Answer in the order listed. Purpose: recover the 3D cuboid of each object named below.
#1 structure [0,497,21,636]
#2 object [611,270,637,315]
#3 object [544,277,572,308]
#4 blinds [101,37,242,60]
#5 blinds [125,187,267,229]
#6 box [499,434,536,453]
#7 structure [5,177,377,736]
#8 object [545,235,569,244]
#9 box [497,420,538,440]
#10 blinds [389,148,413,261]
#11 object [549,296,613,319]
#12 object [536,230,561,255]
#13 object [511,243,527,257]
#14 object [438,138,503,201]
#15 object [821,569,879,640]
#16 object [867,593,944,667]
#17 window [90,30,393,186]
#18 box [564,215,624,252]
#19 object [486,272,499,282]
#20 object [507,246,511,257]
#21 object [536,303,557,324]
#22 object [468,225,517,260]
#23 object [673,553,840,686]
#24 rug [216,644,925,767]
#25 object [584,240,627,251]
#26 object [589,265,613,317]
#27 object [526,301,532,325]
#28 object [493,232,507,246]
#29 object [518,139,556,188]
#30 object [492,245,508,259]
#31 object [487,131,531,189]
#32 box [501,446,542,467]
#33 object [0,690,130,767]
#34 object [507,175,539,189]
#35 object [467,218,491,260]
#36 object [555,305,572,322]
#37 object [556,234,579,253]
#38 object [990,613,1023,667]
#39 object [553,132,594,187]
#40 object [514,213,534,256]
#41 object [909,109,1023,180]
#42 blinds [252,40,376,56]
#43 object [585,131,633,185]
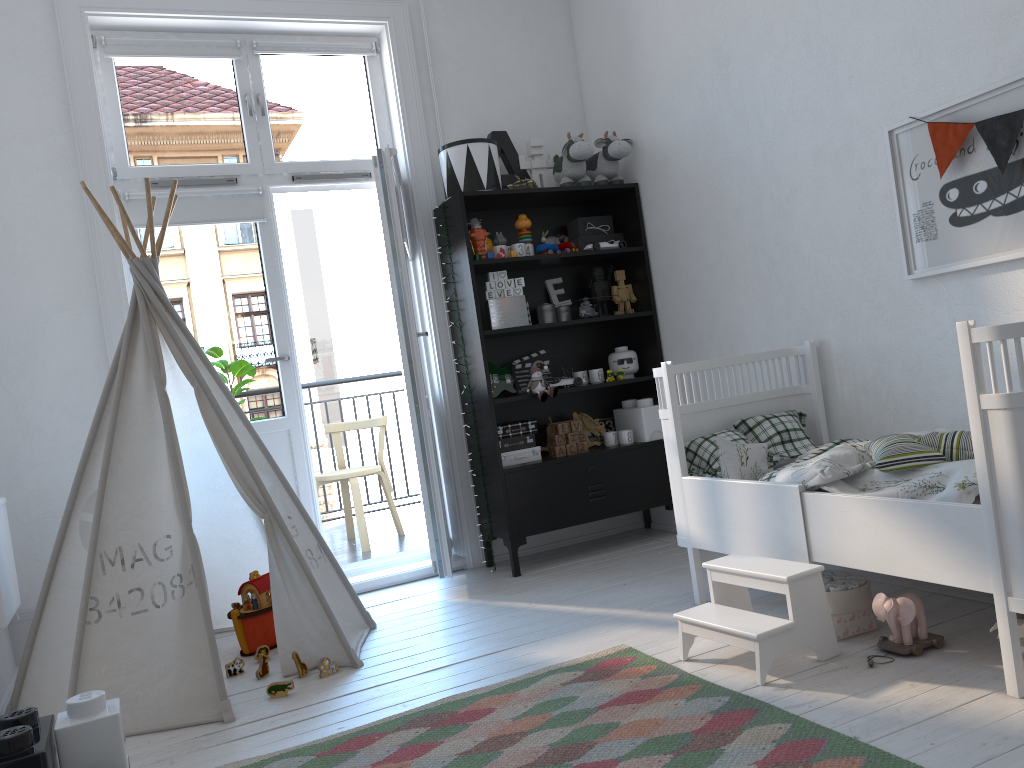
[{"bbox_3d":[-1.787,0.635,3.106,0.075,0.460,0.636,-9,1,-28],"label":"structure"},{"bbox_3d":[0.536,-0.439,4.272,0.114,0.221,0.052,-9,1,-24],"label":"object"},{"bbox_3d":[0.224,-0.444,4.320,0.107,0.151,0.055,-9,1,-24],"label":"object"},{"bbox_3d":[-1.464,-1.452,3.838,0.565,0.087,0.032,-8,1,-24],"label":"blinds"},{"bbox_3d":[-1.364,-0.766,3.848,0.565,0.158,0.032,-8,1,-24],"label":"blinds"},{"bbox_3d":[-0.023,0.273,4.042,0.215,0.062,0.179,-8,0,-24],"label":"box"},{"bbox_3d":[-1.183,0.138,3.052,1.144,1.750,1.142,-8,1,42],"label":"structure"},{"bbox_3d":[0.316,-0.674,4.384,0.347,0.132,0.037,-8,1,-24],"label":"object"},{"bbox_3d":[-0.015,0.210,4.050,0.215,0.062,0.179,-8,0,-24],"label":"box"},{"bbox_3d":[-0.483,-0.777,3.930,0.032,0.390,0.565,-8,1,-4],"label":"blinds"},{"bbox_3d":[0.350,-0.354,4.197,0.367,0.106,0.349,-8,0,-22],"label":"object"},{"bbox_3d":[0.164,-0.644,4.098,0.087,0.126,0.121,-8,1,43],"label":"object"},{"bbox_3d":[0.032,-0.595,3.995,0.067,0.067,0.067,-9,1,-23],"label":"object"},{"bbox_3d":[-0.181,-0.964,4.083,0.272,0.259,0.395,-8,0,5],"label":"object"},{"bbox_3d":[0.923,0.636,2.573,0.215,0.148,0.240,-8,1,-17],"label":"object"},{"bbox_3d":[0.993,0.625,2.308,0.254,0.151,0.125,-9,1,-25],"label":"object"},{"bbox_3d":[-1.160,-1.246,3.984,1.262,0.660,0.101,-8,1,-24],"label":"window"},{"bbox_3d":[0.402,-0.713,4.308,0.251,0.189,0.179,-9,1,-24],"label":"box"},{"bbox_3d":[-0.087,-0.475,3.941,0.040,0.040,0.040,-8,1,-19],"label":"object"},{"bbox_3d":[-0.023,-0.588,4.035,0.067,0.067,0.067,-8,1,40],"label":"object"},{"bbox_3d":[0.166,-0.330,4.242,0.095,0.110,0.095,-9,1,-19],"label":"object"},{"bbox_3d":[-0.140,-0.635,4.015,0.197,0.197,0.318,-9,1,-28],"label":"object"},{"bbox_3d":[0.655,0.626,2.423,0.288,0.245,0.332,-9,1,-29],"label":"object"},{"bbox_3d":[0.155,0.821,1.489,1.319,0.016,2.029,-8,0,-24],"label":"rug"},{"bbox_3d":[0.436,-0.646,4.167,0.230,0.048,0.098,-9,1,-34],"label":"object"},{"bbox_3d":[0.440,-0.445,4.297,0.117,0.259,0.081,-9,1,-24],"label":"object"},{"bbox_3d":[0.052,-0.325,4.229,0.070,0.135,0.028,-9,1,-24],"label":"object"},{"bbox_3d":[-0.051,-0.631,4.137,0.063,0.160,0.063,-8,1,45],"label":"object"},{"bbox_3d":[0.128,-1.026,4.271,0.190,0.290,0.065,-9,1,-19],"label":"object"},{"bbox_3d":[-0.053,-0.583,3.973,0.067,0.067,0.067,-9,1,-23],"label":"object"},{"bbox_3d":[-0.045,-1.028,4.228,0.343,0.344,0.057,-9,1,-24],"label":"object"},{"bbox_3d":[0.003,0.331,4.050,0.215,0.062,0.179,-8,0,-24],"label":"box"},{"bbox_3d":[-0.877,0.805,1.729,0.246,0.332,0.247,-9,1,-24],"label":"object"},{"bbox_3d":[0.049,-0.917,4.063,0.121,0.100,0.338,-8,0,11],"label":"object"},{"bbox_3d":[-0.143,-0.639,3.937,0.105,0.203,0.072,-9,1,-16],"label":"object"},{"bbox_3d":[0.290,-0.339,4.206,0.078,0.091,0.246,-9,1,-29],"label":"object"},{"bbox_3d":[0.246,-0.657,4.181,0.122,0.112,0.087,-8,1,37],"label":"object"},{"bbox_3d":[1.321,0.571,2.131,0.242,0.163,0.360,-8,1,41],"label":"object"},{"bbox_3d":[0.275,-1.024,4.155,0.154,0.253,0.370,-8,1,-16],"label":"object"},{"bbox_3d":[0.059,-0.674,4.053,0.077,0.213,0.077,-8,1,9],"label":"object"},{"bbox_3d":[1.416,-0.800,2.375,0.058,0.415,0.905,-9,1,-25],"label":"object"},{"bbox_3d":[-0.905,-1.549,4.091,0.565,0.060,0.032,-8,1,-24],"label":"blinds"},{"bbox_3d":[0.410,-1.044,4.221,0.211,0.253,0.387,-9,1,-40],"label":"object"}]
